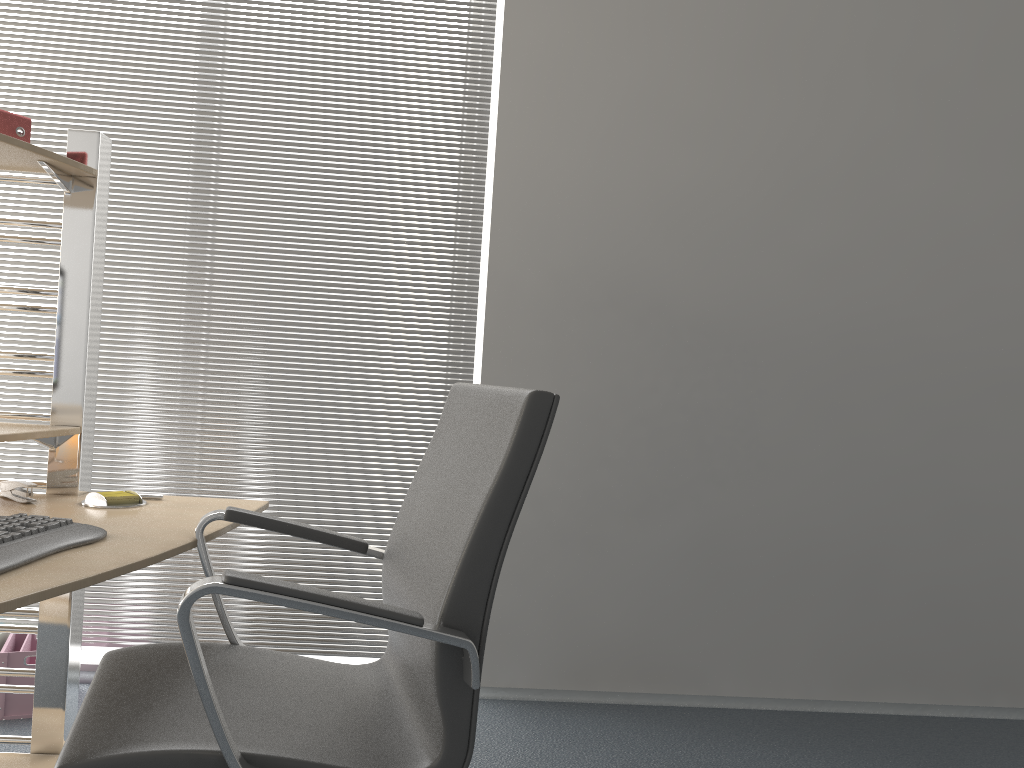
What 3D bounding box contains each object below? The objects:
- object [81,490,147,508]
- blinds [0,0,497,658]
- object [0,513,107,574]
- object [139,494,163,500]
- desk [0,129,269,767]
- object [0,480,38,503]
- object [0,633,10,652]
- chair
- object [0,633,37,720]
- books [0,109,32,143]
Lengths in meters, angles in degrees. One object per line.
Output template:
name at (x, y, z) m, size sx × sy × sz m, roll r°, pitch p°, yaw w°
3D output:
object at (-0.870, 0.249, 1.942) m, size 0.132 × 0.026 × 0.132 m, roll 4°, pitch 0°, yaw -4°
blinds at (-1.076, -0.500, 2.954) m, size 1.950 × 2.770 × 0.022 m, roll 4°, pitch 0°, yaw -4°
object at (-1.134, 0.261, 1.408) m, size 0.814 × 0.082 × 0.478 m, roll 4°, pitch 0°, yaw 4°
object at (-0.879, 0.255, 2.025) m, size 0.158 × 0.011 × 0.011 m, roll 4°, pitch 0°, yaw -7°
desk at (-1.009, 0.207, 1.363) m, size 0.967 × 1.566 × 1.469 m, roll 4°, pitch 0°, yaw -4°
object at (-1.064, 0.229, 1.911) m, size 0.134 × 0.042 × 0.022 m, roll 4°, pitch 0°, yaw 38°
object at (-1.641, 0.852, 2.620) m, size 0.185 × 0.202 × 0.245 m, roll 4°, pitch 0°, yaw -4°
chair at (-0.343, 0.508, 1.440) m, size 0.652 × 1.048 × 0.584 m, roll 4°, pitch 0°, yaw -18°
object at (-1.418, 0.866, 2.662) m, size 0.185 × 0.202 × 0.245 m, roll 3°, pitch 0°, yaw -22°
books at (-1.207, -0.538, 1.795) m, size 0.262 × 0.072 × 0.320 m, roll 4°, pitch 0°, yaw 28°
